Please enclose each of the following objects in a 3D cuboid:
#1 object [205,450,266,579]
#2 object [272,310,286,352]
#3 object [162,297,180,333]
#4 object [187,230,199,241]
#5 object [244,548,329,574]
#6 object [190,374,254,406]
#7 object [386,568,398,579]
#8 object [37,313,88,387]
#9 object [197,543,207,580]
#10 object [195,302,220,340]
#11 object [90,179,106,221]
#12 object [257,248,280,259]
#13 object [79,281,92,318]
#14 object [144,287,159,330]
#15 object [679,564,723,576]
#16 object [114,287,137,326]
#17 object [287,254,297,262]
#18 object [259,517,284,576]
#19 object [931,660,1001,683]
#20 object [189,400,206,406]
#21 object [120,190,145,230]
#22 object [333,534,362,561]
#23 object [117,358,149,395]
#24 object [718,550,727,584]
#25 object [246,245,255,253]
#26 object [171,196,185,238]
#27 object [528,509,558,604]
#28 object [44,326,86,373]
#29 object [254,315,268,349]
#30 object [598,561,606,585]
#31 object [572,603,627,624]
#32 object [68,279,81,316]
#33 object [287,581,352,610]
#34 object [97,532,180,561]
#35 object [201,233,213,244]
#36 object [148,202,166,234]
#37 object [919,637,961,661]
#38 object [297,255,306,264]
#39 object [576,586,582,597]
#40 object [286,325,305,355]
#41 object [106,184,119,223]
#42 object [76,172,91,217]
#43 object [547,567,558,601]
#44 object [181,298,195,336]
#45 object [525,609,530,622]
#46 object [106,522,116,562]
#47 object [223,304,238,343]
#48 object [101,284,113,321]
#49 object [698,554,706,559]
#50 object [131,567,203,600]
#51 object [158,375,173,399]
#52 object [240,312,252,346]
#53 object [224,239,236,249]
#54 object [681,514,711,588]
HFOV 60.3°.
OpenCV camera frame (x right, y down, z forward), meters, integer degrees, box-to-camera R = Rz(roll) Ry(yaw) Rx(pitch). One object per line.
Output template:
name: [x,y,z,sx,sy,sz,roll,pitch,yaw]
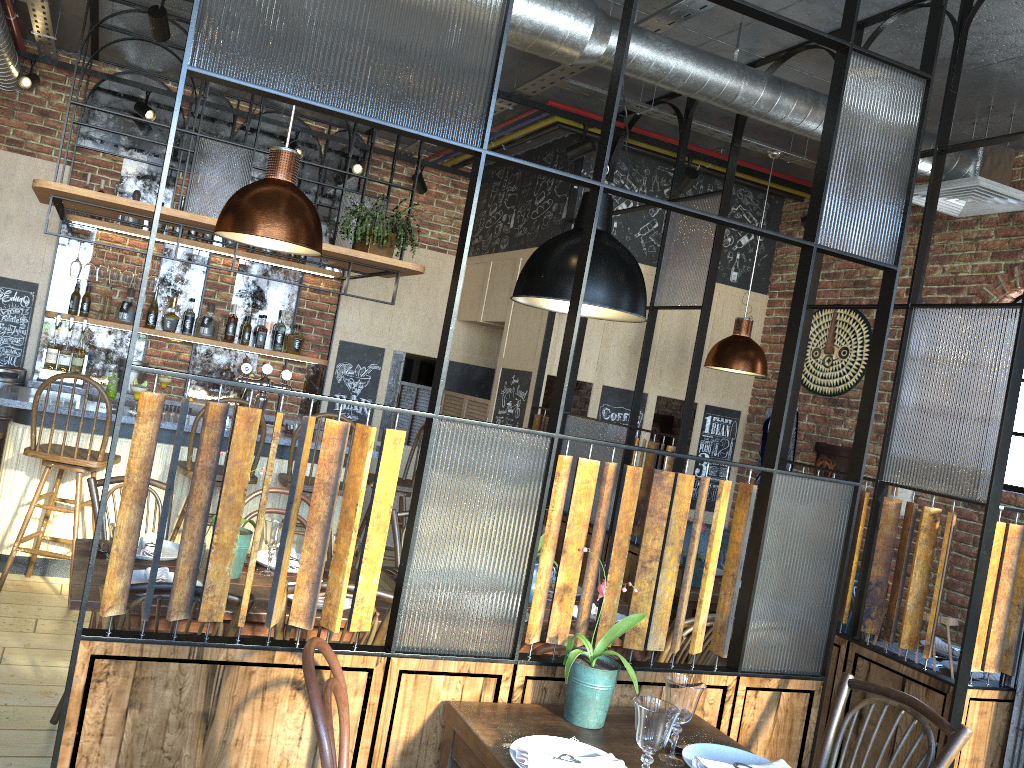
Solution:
object: [-0.937,0.437,3.001,0.150,0.426,0.198,10,-1,9]
object: [-1.811,-0.417,6.899,0.075,0.329,0.076,10,-1,0]
object: [-2.539,-0.517,6.579,0.113,0.265,0.121,10,-1,-23]
object: [-2.394,-1.217,6.655,0.073,0.284,0.078,10,-1,-22]
object: [-0.840,0.646,3.250,0.315,0.051,0.277,10,0,-20]
object: [-2.199,0.033,6.718,0.475,0.288,0.091,10,-1,-21]
object: [-0.324,0.740,3.458,0.315,0.051,0.277,10,0,-20]
object: [-3.179,-0.249,6.292,0.300,0.492,0.211,10,-1,-23]
object: [-1.041,0.573,2.849,0.088,0.119,0.081,10,-1,28]
object: [-2.297,-0.482,6.679,0.166,0.283,0.124,10,-1,-9]
object: [-3.000,-1.337,6.410,0.084,0.303,0.088,10,-1,-13]
object: [-1.871,-1.122,6.838,0.166,0.283,0.124,10,-1,-9]
object: [-3.076,-0.613,6.376,0.063,0.263,0.069,11,-1,-37]
object: [-2.663,-0.566,6.547,0.077,0.318,0.085,11,-1,-43]
object: [1.189,1.144,5.501,0.336,0.051,0.260,10,0,20]
object: [-2.814,-0.576,6.470,0.166,0.283,0.124,10,-1,-9]
object: [-1.710,-1.083,6.913,0.063,0.263,0.069,11,-1,-30]
object: [-0.844,0.573,3.102,0.102,0.192,0.095,10,-1,24]
object: [1.837,1.130,3.427,0.261,0.051,0.335,10,0,-21]
object: [-2.323,0.147,6.654,0.310,0.019,0.242,10,0,-14]
object: [-2.776,-1.287,6.476,0.166,0.283,0.124,10,-1,-9]
object: [-0.583,0.620,3.030,0.098,0.192,0.099,10,-1,-3]
object: [-2.792,-0.054,6.463,0.226,0.246,0.208,10,0,27]
object: [1.260,1.084,5.192,0.093,0.192,0.103,11,-1,-44]
object: [-1.999,-1.135,6.798,0.063,0.263,0.068,10,-1,-24]
object: [-2.489,-1.252,6.608,0.077,0.318,0.085,11,-1,-43]
object: [0.093,0.623,3.370,0.217,0.431,0.137,10,-1,-4]
object: [-3.186,-0.244,6.305,0.250,0.303,0.088,10,-1,-21]
object: [-1.937,-0.406,6.829,0.075,0.263,0.081,10,-1,-22]
object: [0.363,0.792,3.400,0.099,0.192,0.098,10,-1,1]
object: [0.350,0.861,3.255,0.315,0.051,0.277,10,0,-20]
object: [-3.144,-0.626,6.349,0.066,0.263,0.066,10,-1,-2]
object: [-0.610,0.687,2.879,0.315,0.051,0.277,10,0,-20]
object: [-1.284,0.565,3.078,0.315,0.051,0.277,10,0,-20]
object: [-2.293,-1.188,6.675,0.075,0.263,0.081,10,-1,-22]
object: [-2.621,-1.234,6.535,0.140,0.235,0.091,10,-1,-17]
object: [1.882,1.139,3.766,0.315,0.051,0.277,10,0,-20]
object: [-1.642,-1.070,6.940,0.063,0.263,0.069,11,-1,-37]
object: [0.154,0.827,3.642,0.315,0.051,0.277,10,0,-20]
object: [-1.698,-0.348,6.913,0.137,0.235,0.093,11,-1,-37]
object: [-2.906,-1.312,6.426,0.057,0.288,0.054,10,-1,15]
object: [-3.077,-1.365,6.360,0.075,0.329,0.076,10,-1,0]
object: [0.173,0.793,3.479,0.080,0.119,0.088,11,-1,-41]
object: [-2.431,-0.507,6.649,0.073,0.284,0.078,10,-1,-22]
object: [-0.052,0.788,3.085,0.315,0.051,0.277,10,0,-20]
object: [-1.297,0.526,2.916,0.088,0.119,0.080,10,-1,42]
object: [-2.148,-0.464,6.759,0.085,0.303,0.086,10,-1,-4]
object: [-2.943,-0.602,6.420,0.057,0.288,0.054,10,-1,15]
object: [1.134,1.098,5.346,0.088,0.119,0.080,10,-1,35]
object: [-1.058,0.605,2.687,0.315,0.051,0.277,10,0,-20]
object: [-2.599,0.006,6.584,0.107,0.197,0.105,10,0,4]
object: [-2.039,-0.425,6.790,0.063,0.263,0.069,11,-1,-42]
object: [-2.130,-1.160,6.734,0.113,0.265,0.121,10,-1,-23]
object: [1.037,0.923,4.951,0.154,0.426,0.192,10,-1,45]
